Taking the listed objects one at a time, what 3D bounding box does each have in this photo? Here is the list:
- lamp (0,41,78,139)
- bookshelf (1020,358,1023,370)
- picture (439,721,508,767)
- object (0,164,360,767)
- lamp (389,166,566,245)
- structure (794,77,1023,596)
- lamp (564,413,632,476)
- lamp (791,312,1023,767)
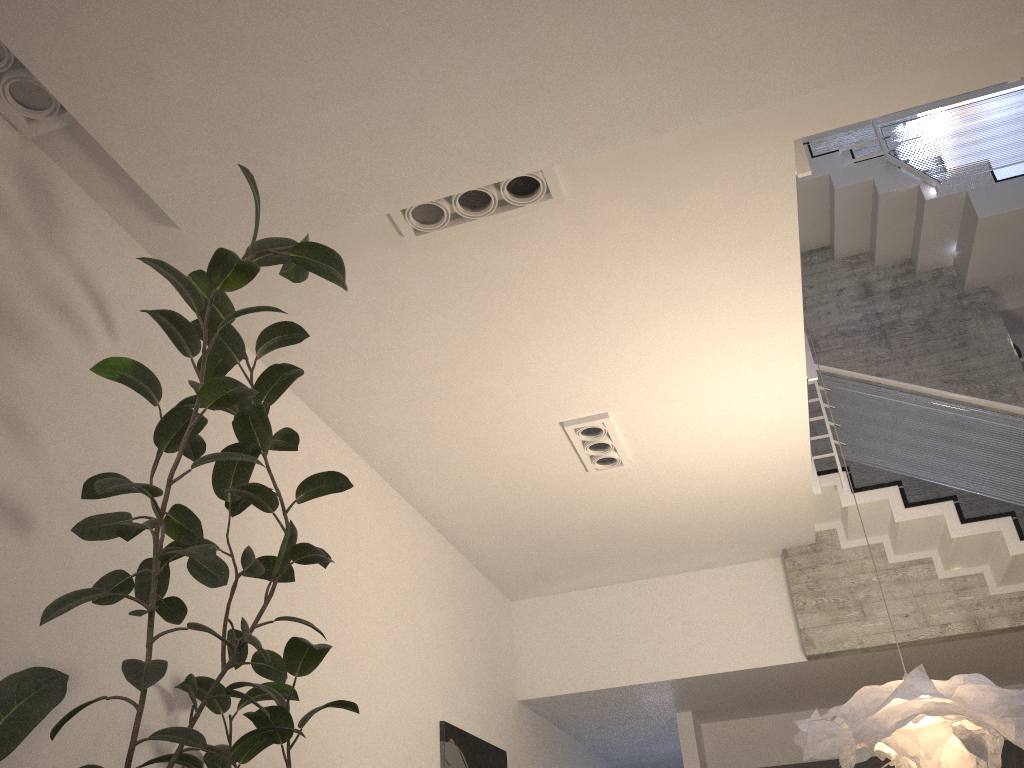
[{"bbox_3d":[-1.598,-1.036,2.680,0.254,0.064,0.659,-12,-33,13],"label":"lamp"},{"bbox_3d":[4.430,0.311,6.910,0.975,1.080,0.452,-13,-32,14],"label":"bookshelf"},{"bbox_3d":[-0.179,3.220,5.431,0.033,1.980,1.259,-12,-32,13],"label":"picture"},{"bbox_3d":[-0.870,0.983,2.394,0.907,3.124,2.060,-1,-31,-6],"label":"object"},{"bbox_3d":[-0.142,-0.713,3.365,0.646,0.064,0.259,-13,-33,14],"label":"lamp"},{"bbox_3d":[2.394,-0.083,5.791,4.245,8.112,8.642,-12,-32,13],"label":"structure"},{"bbox_3d":[0.503,0.344,5.132,0.254,0.064,0.659,-12,-33,13],"label":"lamp"},{"bbox_3d":[1.652,-0.391,5.014,1.124,5.088,1.081,-18,-33,23],"label":"lamp"}]
